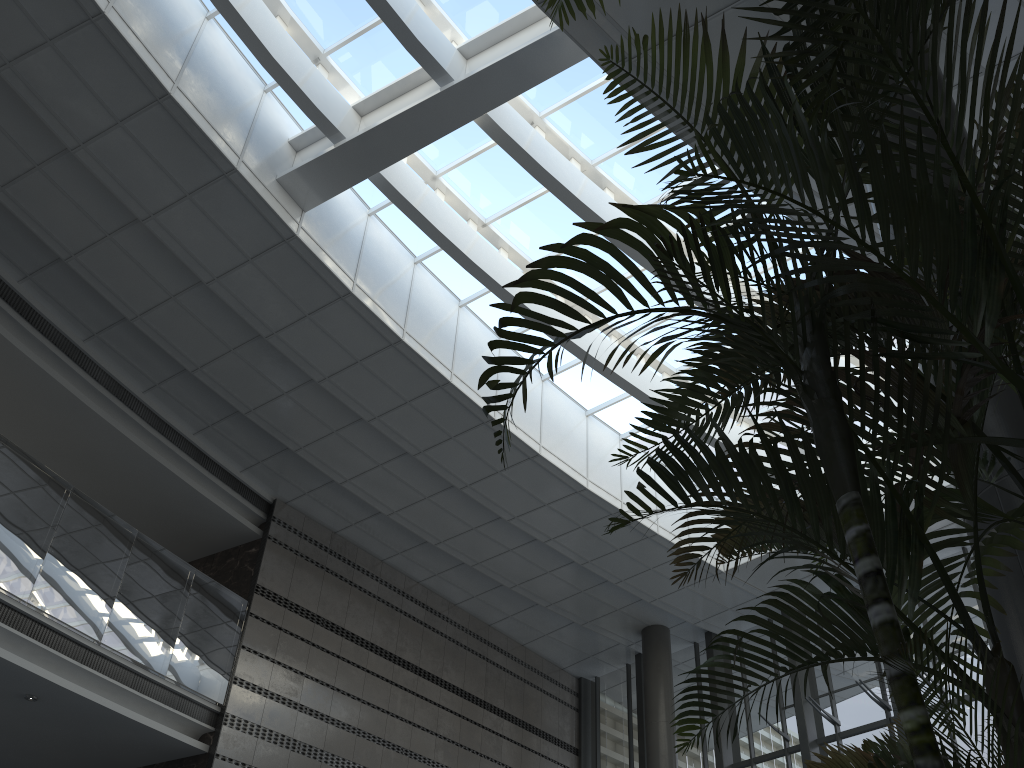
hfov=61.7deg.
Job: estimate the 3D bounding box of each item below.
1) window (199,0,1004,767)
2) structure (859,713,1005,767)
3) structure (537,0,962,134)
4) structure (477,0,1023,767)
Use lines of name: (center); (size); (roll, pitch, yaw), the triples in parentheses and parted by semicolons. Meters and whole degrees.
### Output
window: (-0.583, 1.426, 6.299); (19.723, 8.792, 14.696); (25, -45, -25)
structure: (2.164, 2.839, 3.528); (1.429, 2.999, 1.382); (-17, -41, 24)
structure: (0.101, -0.940, 0.123); (2.452, 4.040, 2.880); (-14, -41, 20)
structure: (0.891, 0.652, 1.280); (1.666, 3.235, 2.317); (-16, -42, 23)
